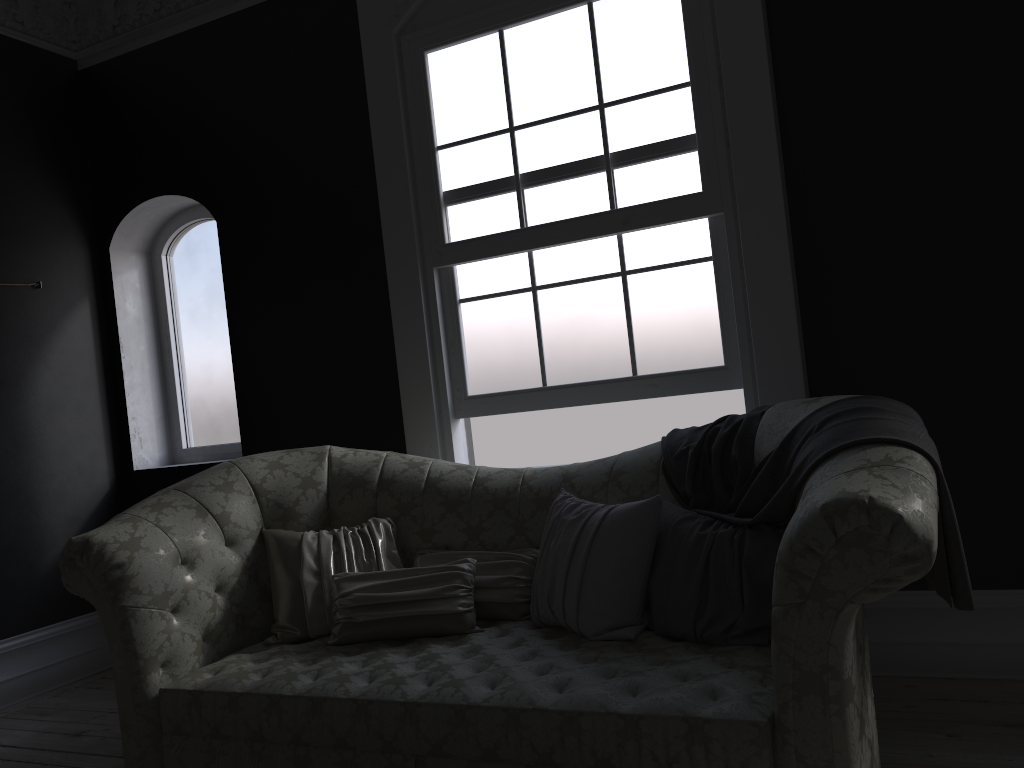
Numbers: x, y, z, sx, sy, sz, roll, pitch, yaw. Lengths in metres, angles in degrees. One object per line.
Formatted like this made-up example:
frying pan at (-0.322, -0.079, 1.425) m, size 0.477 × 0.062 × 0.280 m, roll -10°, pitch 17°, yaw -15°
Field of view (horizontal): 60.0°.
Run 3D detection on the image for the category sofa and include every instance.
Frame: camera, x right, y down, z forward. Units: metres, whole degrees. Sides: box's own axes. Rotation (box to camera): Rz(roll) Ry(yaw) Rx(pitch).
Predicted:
sofa at (0.004, 0.743, 3.157) m, size 2.815 × 1.160 × 1.605 m, roll -7°, pitch -1°, yaw 26°

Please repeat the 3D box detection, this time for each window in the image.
window at (0.244, -0.813, 3.928) m, size 1.264 × 1.671 × 0.056 m, roll -7°, pitch 0°, yaw 25°
window at (-1.779, -0.312, 5.341) m, size 0.741 × 1.456 × 0.112 m, roll -7°, pitch 0°, yaw 25°

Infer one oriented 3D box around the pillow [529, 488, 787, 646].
pillow at (0.439, 0.579, 2.895) m, size 0.965 × 0.461 × 0.404 m, roll -7°, pitch -1°, yaw 32°

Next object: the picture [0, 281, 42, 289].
picture at (-3.473, -0.115, 2.824) m, size 0.058 × 0.771 × 4.454 m, roll -6°, pitch -1°, yaw 25°

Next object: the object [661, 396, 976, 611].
object at (0.882, 0.349, 2.843) m, size 0.516 × 0.585 × 1.368 m, roll -6°, pitch -1°, yaw -16°

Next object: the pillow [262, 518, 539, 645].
pillow at (-0.469, 0.710, 3.297) m, size 1.106 × 0.416 × 0.528 m, roll -7°, pitch -1°, yaw 25°
